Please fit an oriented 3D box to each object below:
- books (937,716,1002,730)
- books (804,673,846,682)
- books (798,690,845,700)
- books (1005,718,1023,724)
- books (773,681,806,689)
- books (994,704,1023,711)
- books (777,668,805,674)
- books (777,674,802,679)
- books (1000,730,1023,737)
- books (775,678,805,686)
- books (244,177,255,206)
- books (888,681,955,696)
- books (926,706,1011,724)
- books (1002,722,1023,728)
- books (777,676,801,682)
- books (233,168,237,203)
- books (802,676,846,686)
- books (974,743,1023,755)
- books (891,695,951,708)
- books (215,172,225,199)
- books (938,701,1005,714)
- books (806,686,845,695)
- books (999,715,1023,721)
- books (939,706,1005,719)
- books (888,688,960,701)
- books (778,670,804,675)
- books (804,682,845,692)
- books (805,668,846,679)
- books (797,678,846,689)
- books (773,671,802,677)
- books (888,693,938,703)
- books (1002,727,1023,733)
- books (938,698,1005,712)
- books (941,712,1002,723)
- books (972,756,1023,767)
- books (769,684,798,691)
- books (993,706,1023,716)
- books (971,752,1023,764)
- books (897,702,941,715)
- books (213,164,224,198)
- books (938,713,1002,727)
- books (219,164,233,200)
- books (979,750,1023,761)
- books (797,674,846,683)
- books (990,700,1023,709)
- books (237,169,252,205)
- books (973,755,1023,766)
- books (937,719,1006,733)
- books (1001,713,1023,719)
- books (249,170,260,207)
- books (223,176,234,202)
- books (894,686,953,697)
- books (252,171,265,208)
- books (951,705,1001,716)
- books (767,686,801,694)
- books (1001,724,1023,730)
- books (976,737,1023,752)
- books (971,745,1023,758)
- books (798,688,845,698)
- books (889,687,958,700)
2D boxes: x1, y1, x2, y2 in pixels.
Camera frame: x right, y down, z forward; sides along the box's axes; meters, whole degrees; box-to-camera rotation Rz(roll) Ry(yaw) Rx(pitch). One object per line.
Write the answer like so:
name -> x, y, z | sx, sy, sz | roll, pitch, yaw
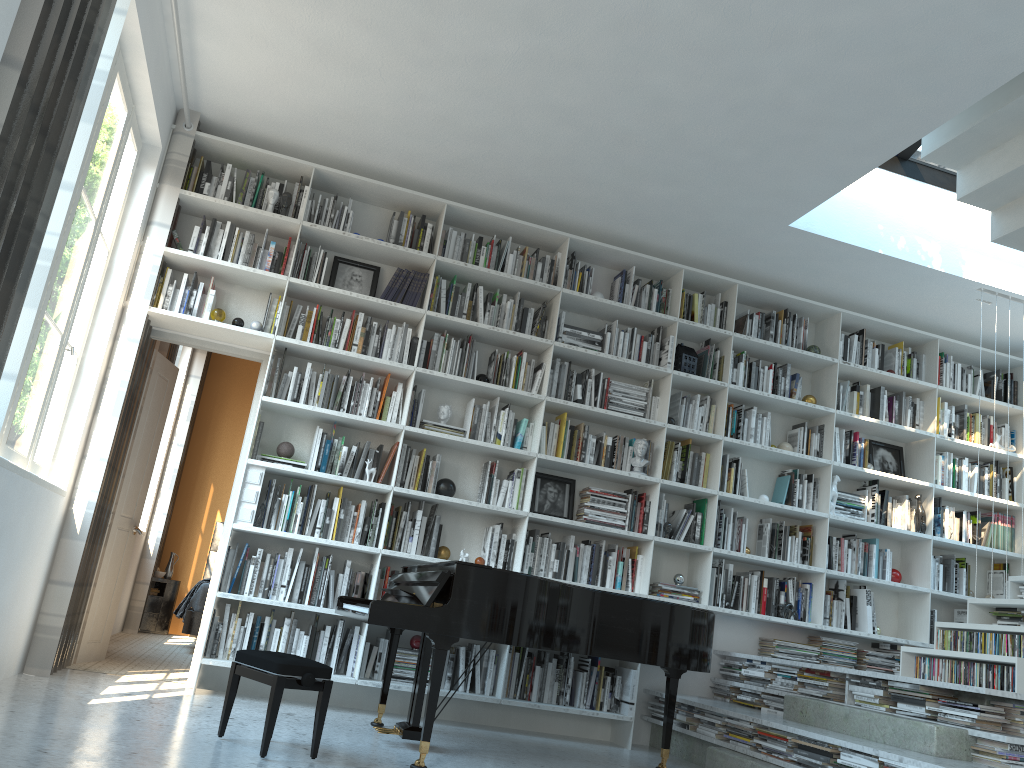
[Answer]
books -> 2.031, 1.508, 3.945 | 0.161, 0.014, 0.212 | 12, -15, -10
books -> 1.769, 1.633, 4.928 | 0.129, 0.013, 0.296 | 13, -16, -16
books -> 1.725, 1.721, 4.896 | 0.182, 0.011, 0.254 | 12, -15, -10
books -> 2.278, 1.498, 3.915 | 0.210, 0.012, 0.168 | 13, -15, -13
books -> 1.655, 1.764, 5.173 | 0.164, 0.023, 0.242 | 12, -15, -10
books -> 2.287, 1.448, 3.927 | 0.228, 0.009, 0.159 | 14, -16, -18
books -> 1.677, 1.690, 5.195 | 0.149, 0.013, 0.220 | 12, -15, -11
books -> 1.674, 1.720, 5.188 | 0.144, 0.013, 0.221 | 12, -15, -11
books -> 2.273, 1.545, 3.896 | 0.216, 0.015, 0.178 | 13, -16, -16
books -> 1.669, 1.747, 5.181 | 0.154, 0.018, 0.221 | 13, -16, -15
books -> -1.633, -1.136, 5.495 | 0.030, 0.257, 0.130 | 13, -15, -14
books -> 1.950, 1.450, 4.229 | 0.189, 0.022, 0.238 | 11, -15, -9
books -> 2.029, 1.473, 3.951 | 0.185, 0.014, 0.298 | 13, -16, -15
books -> 2.280, 1.508, 3.902 | 0.215, 0.013, 0.189 | 13, -16, -15
books -> 1.675, 1.733, 5.186 | 0.150, 0.013, 0.215 | 13, -16, -14
books -> -1.702, -1.163, 5.444 | 0.057, 0.262, 0.191 | 13, -15, -14
books -> 1.747, 1.649, 4.918 | 0.161, 0.012, 0.254 | 12, -15, -10
books -> 2.098, 1.543, 3.735 | 0.257, 0.010, 0.132 | 12, -15, -10
books -> 1.955, 1.516, 4.216 | 0.177, 0.026, 0.230 | 13, -16, -14
books -> -1.795, -1.160, 5.442 | 0.024, 0.226, 0.158 | 13, -15, -14
books -> 2.053, 1.445, 3.965 | 0.132, 0.009, 0.270 | 12, -15, -10
books -> 1.756, 1.700, 4.910 | 0.138, 0.017, 0.238 | 13, -16, -15
books -> 2.279, 1.489, 3.920 | 0.260, 0.009, 0.153 | 12, -15, -11
books -> 2.054, 1.466, 3.960 | 0.137, 0.012, 0.243 | 13, -15, -13
books -> 1.958, 1.483, 4.224 | 0.168, 0.013, 0.282 | 14, -16, -17
books -> 1.675, 1.701, 5.192 | 0.160, 0.010, 0.180 | 13, -16, -14
books -> 1.748, 1.681, 4.911 | 0.159, 0.018, 0.203 | 13, -16, -16
books -> 1.761, 1.611, 4.930 | 0.139, 0.028, 0.262 | 11, -15, -9
books -> 1.742, 1.663, 4.913 | 0.179, 0.017, 0.293 | 13, -15, -13
books -> 1.668, 1.708, 5.189 | 0.167, 0.008, 0.235 | 13, -16, -15
books -> 1.953, 1.499, 4.219 | 0.187, 0.009, 0.251 | 13, -16, -14
books -> 2.271, 1.535, 3.913 | 0.227, 0.012, 0.148 | 13, -16, -16
books -> 2.051, 1.434, 3.967 | 0.149, 0.014, 0.229 | 13, -16, -16
books -> 2.046, 1.487, 3.954 | 0.134, 0.006, 0.227 | 12, -15, -10
books -> 2.098, 1.594, 3.692 | 0.262, 0.023, 0.200 | 13, -16, -16
books -> 1.644, 1.779, 5.166 | 0.190, 0.012, 0.235 | 13, -16, -16
books -> 2.282, 1.462, 3.931 | 0.221, 0.018, 0.154 | 13, -15, -13
books -> 2.095, 1.577, 3.716 | 0.285, 0.008, 0.160 | 13, -16, -16
books -> 1.960, 1.544, 4.211 | 0.155, 0.028, 0.190 | 13, -15, -13
books -> -1.805, -1.191, 5.437 | 0.010, 0.280, 0.161 | 13, -15, -14
books -> 2.038, 1.495, 3.950 | 0.152, 0.015, 0.208 | 14, -16, -17
books -> -1.764, -1.183, 5.446 | 0.028, 0.282, 0.190 | 13, -15, -14
books -> 2.099, 1.562, 3.713 | 0.210, 0.012, 0.168 | 12, -15, -10
books -> 1.742, 1.638, 4.919 | 0.187, 0.009, 0.261 | 13, -16, -15
books -> 2.283, 1.440, 3.949 | 0.261, 0.016, 0.129 | 13, -16, -15
books -> -1.659, -1.159, 5.473 | 0.039, 0.282, 0.182 | 13, -15, -14
books -> 2.094, 1.584, 3.714 | 0.264, 0.006, 0.165 | 13, -15, -13
books -> 2.044, 1.522, 3.946 | 0.144, 0.009, 0.250 | 13, -16, -14
books -> 2.287, 1.473, 3.903 | 0.230, 0.015, 0.190 | 11, -15, -9
books -> -1.605, -1.156, 5.493 | 0.014, 0.303, 0.146 | 13, -15, -14
books -> -1.740, -1.142, 5.435 | 0.030, 0.205, 0.176 | 13, -15, -14
books -> 1.961, 1.467, 4.228 | 0.170, 0.008, 0.208 | 12, -15, -11
books -> -1.587, -1.154, 5.510 | 0.029, 0.313, 0.129 | 13, -15, -14
books -> 2.076, 1.460, 3.969 | 0.091, 0.011, 0.190 | 13, -16, -16
books -> 1.647, 1.791, 5.165 | 0.183, 0.012, 0.297 | 13, -16, -15
books -> 2.271, 1.524, 3.921 | 0.208, 0.012, 0.132 | 14, -16, -18
books -> 2.105, 1.524, 3.726 | 0.234, 0.025, 0.158 | 14, -16, -19
books -> 2.100, 1.551, 3.720 | 0.292, 0.012, 0.160 | 12, -15, -11
books -> 1.733, 1.710, 4.901 | 0.178, 0.014, 0.248 | 13, -16, -16
books -> 1.960, 1.474, 4.226 | 0.171, 0.007, 0.261 | 13, -16, -16
